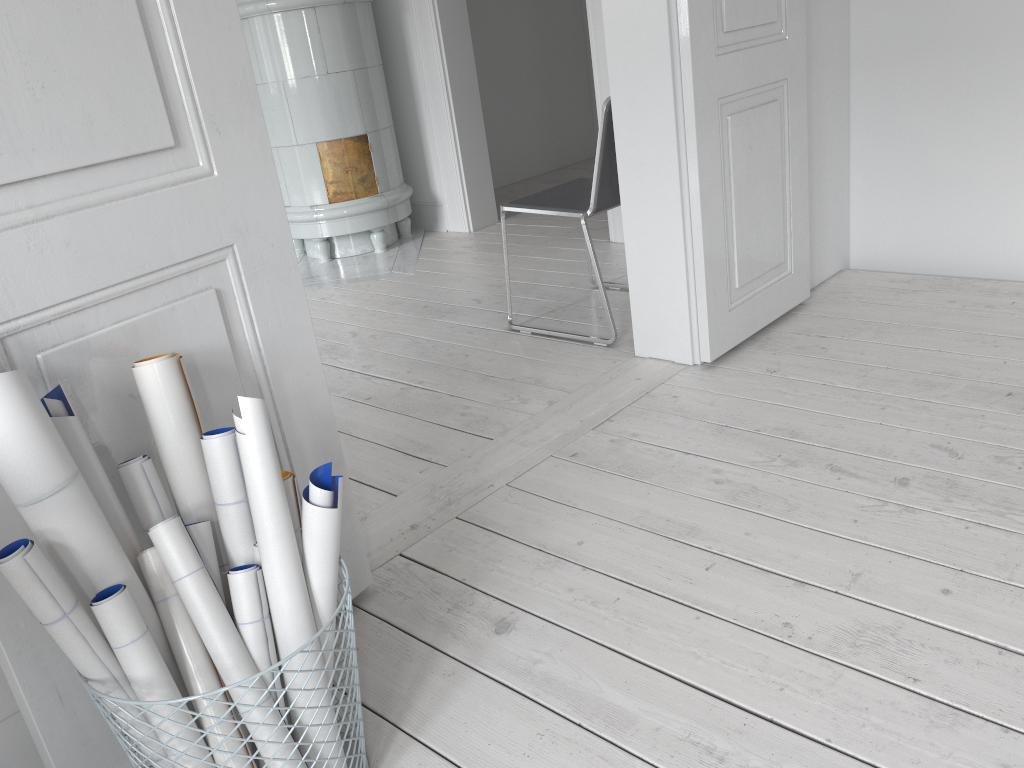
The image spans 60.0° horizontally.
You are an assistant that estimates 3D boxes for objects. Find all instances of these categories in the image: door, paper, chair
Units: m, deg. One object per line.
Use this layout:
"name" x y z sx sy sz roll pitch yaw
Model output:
"door" 0.644 -1.255 2.465 0.034 2.323 0.667 12 30 42
"paper" -0.430 0.413 1.236 0.047 0.358 0.240 -21 25 -28
"paper" -0.510 0.428 1.187 0.166 0.546 0.046 -17 23 -19
"paper" -0.440 0.262 1.240 0.431 0.793 0.181 -9 22 -1
"paper" -0.453 0.278 1.373 0.073 0.668 0.181 -17 23 -21
"paper" -0.386 0.336 1.349 0.060 0.552 0.153 -8 22 1
"paper" -0.419 0.428 1.273 0.054 0.431 0.253 -12 22 -8
"paper" -0.360 0.445 1.297 0.078 0.389 0.234 -14 22 -13
"paper" -0.462 0.434 1.183 0.129 0.360 0.047 6 26 32
"paper" -0.387 0.386 1.236 0.244 0.402 0.049 14 31 44
"paper" -0.462 0.367 1.333 0.047 0.541 0.200 -26 27 -37
"paper" -0.334 0.362 1.394 0.057 0.464 0.123 -2 23 17
"chair" 0.292 -0.628 3.172 0.525 0.796 0.562 12 30 42
"door" -0.647 -0.531 1.157 0.034 2.323 0.678 7 26 34

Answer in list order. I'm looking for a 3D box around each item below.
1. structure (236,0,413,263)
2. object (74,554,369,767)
"structure" -1.103 -2.045 4.584 0.787 2.740 0.788 3 24 26
"object" -0.388 0.472 1.302 0.374 0.350 0.375 14 31 43
